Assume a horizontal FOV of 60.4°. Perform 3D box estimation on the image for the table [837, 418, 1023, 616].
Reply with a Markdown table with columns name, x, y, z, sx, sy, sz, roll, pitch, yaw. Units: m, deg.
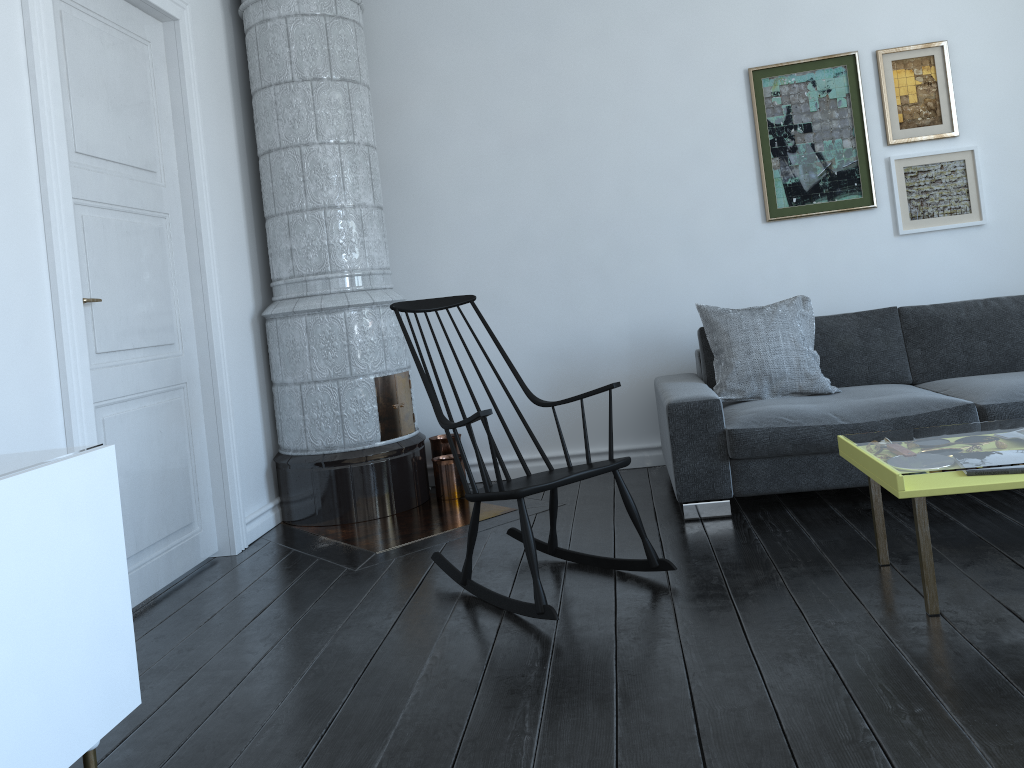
| name | x | y | z | sx | sy | sz | roll | pitch | yaw |
| --- | --- | --- | --- | --- | --- | --- | --- | --- | --- |
| table | 1.744 | 0.329 | 2.503 | 1.398 | 0.400 | 0.603 | -6 | 3 | 6 |

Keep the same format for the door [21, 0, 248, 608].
| name | x | y | z | sx | sy | sz | roll | pitch | yaw |
| --- | --- | --- | --- | --- | --- | --- | --- | --- | --- |
| door | -1.441 | -0.435 | 3.389 | 0.116 | 2.479 | 1.171 | -7 | 0 | 7 |

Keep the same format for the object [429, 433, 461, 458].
| name | x | y | z | sx | sy | sz | roll | pitch | yaw |
| --- | --- | --- | --- | --- | --- | --- | --- | --- | --- |
| object | -0.340 | 0.419 | 4.675 | 0.173 | 0.281 | 0.176 | -6 | 1 | 7 |

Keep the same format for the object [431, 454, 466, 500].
| name | x | y | z | sx | sy | sz | roll | pitch | yaw |
| --- | --- | --- | --- | --- | --- | --- | --- | --- | --- |
| object | -0.315 | 0.475 | 4.491 | 0.174 | 0.199 | 0.172 | -7 | 2 | -3 |

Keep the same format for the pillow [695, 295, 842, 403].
| name | x | y | z | sx | sy | sz | roll | pitch | yaw |
| --- | --- | --- | --- | --- | --- | --- | --- | --- | --- |
| pillow | 1.903 | -0.235 | 3.998 | 2.049 | 0.493 | 0.480 | -6 | 2 | 11 |

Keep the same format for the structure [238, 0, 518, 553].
| name | x | y | z | sx | sy | sz | roll | pitch | yaw |
| --- | --- | --- | --- | --- | --- | --- | --- | --- | --- |
| structure | -0.807 | -0.811 | 4.357 | 0.783 | 2.895 | 1.261 | -6 | -1 | -38 |

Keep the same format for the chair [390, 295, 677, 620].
| name | x | y | z | sx | sy | sz | roll | pitch | yaw |
| --- | --- | --- | --- | --- | --- | --- | --- | --- | --- |
| chair | -0.001 | 0.174 | 3.045 | 0.616 | 1.006 | 0.900 | -7 | 2 | -38 |

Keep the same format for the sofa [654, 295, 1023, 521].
| name | x | y | z | sx | sy | sz | roll | pitch | yaw |
| --- | --- | --- | --- | --- | --- | --- | --- | --- | --- |
| sofa | 1.853 | 0.019 | 3.894 | 2.368 | 0.724 | 1.089 | -6 | 3 | 6 |

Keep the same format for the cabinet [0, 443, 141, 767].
| name | x | y | z | sx | sy | sz | roll | pitch | yaw |
| --- | --- | --- | --- | --- | --- | --- | --- | --- | --- |
| cabinet | -1.216 | 0.595 | 1.508 | 0.589 | 0.735 | 1.206 | -6 | 4 | 7 |
